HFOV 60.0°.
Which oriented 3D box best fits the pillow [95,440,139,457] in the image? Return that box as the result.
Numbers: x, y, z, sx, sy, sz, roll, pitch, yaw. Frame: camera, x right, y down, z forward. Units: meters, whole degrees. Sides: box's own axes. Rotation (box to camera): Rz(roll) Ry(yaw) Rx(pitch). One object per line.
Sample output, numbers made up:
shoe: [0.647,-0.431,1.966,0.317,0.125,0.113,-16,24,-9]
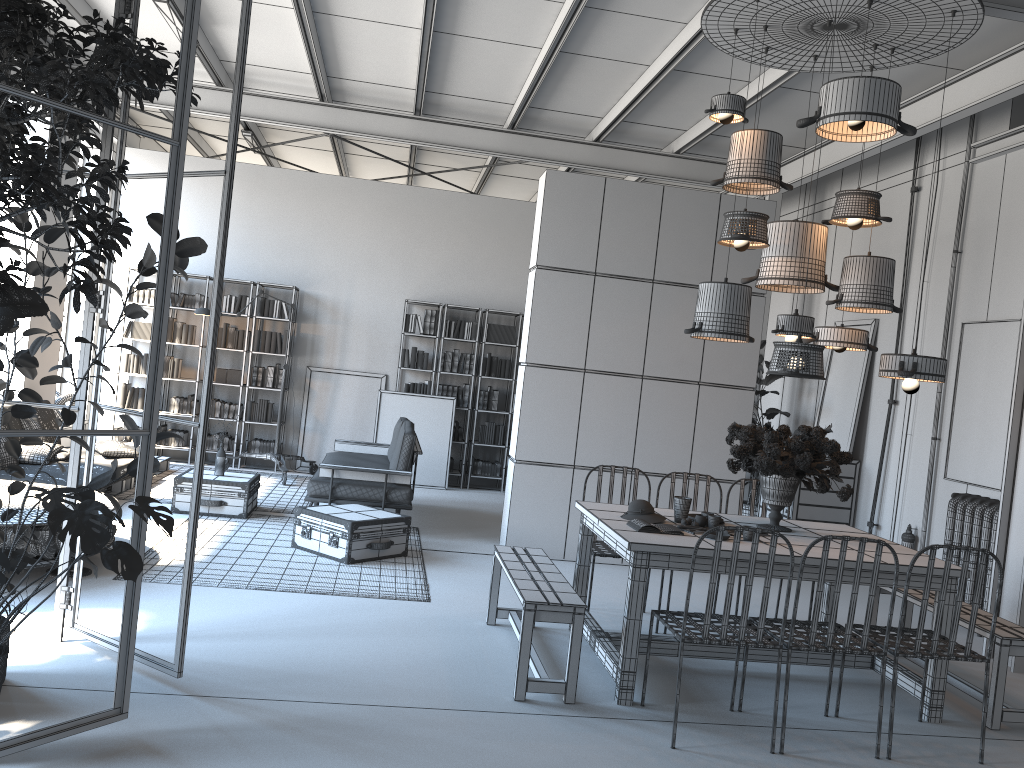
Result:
pillow: [-3.946,0.646,8.796,0.375,0.177,0.407,7,1,42]

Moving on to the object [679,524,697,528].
object: [1.019,0.778,4.766,0.249,0.015,0.024,6,1,12]

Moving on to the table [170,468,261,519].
table: [-2.659,0.987,7.981,0.667,0.330,0.706,6,1,-8]

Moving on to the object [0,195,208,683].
object: [-2.124,0.181,3.852,1.253,2.183,1.309,6,1,3]

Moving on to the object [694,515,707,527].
object: [1.035,0.753,4.867,0.065,0.064,0.065,6,1,-23]

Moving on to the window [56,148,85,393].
window: [-4.966,-0.965,6.409,0.070,3.834,9.755,6,1,-8]

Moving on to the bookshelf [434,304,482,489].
bookshelf: [-0.754,0.157,11.230,0.455,2.276,0.455,6,1,-8]

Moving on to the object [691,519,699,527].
object: [0.994,0.757,4.814,0.043,0.050,0.044,6,1,10]

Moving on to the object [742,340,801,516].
object: [2.645,0.593,9.841,1.270,2.157,0.868,6,1,-7]

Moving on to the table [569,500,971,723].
table: [1.307,1.235,4.964,1.784,0.819,1.239,6,1,-8]

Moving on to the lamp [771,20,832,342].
lamp: [1.668,-1.113,4.944,0.202,1.831,0.253,7,1,30]

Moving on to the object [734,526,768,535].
object: [1.325,0.819,4.987,0.179,0.016,0.182,6,1,-3]

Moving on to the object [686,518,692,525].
object: [0.966,0.757,4.864,0.045,0.045,0.051,6,1,-30]

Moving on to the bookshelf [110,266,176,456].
bookshelf: [-4.471,-0.240,10.745,0.455,2.276,0.455,6,1,-8]

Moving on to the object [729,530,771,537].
object: [1.306,0.820,4.904,0.185,0.014,0.182,6,1,-24]

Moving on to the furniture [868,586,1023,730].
furniture: [2.504,1.508,5.110,0.300,0.478,1.260,6,1,-8]

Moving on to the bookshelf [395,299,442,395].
bookshelf: [-1.239,0.105,11.180,0.455,2.276,0.455,6,1,-8]

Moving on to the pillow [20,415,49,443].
pillow: [-4.525,0.478,8.419,0.190,0.357,0.422,6,1,-8]

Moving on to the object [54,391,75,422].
object: [-5.560,0.290,10.715,0.413,0.401,0.920,6,1,-8]

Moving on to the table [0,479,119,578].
table: [-3.443,0.901,5.624,1.709,0.387,1.708,6,1,-17]

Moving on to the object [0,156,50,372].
object: [-2.227,0.171,3.205,1.270,2.157,0.868,7,1,23]

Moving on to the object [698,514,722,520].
object: [1.144,0.780,5.135,0.135,0.029,0.135,6,1,-15]

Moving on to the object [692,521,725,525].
object: [1.112,0.794,5.133,0.236,0.015,0.236,6,1,-35]

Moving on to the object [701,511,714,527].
object: [1.083,0.751,4.922,0.071,0.076,0.071,6,1,-11]

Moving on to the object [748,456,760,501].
object: [2.907,1.217,11.165,0.328,1.007,0.733,6,1,-8]

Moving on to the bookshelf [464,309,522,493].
bookshelf: [-0.249,0.211,11.307,0.455,2.276,0.455,6,1,-8]

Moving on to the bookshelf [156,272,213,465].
bookshelf: [-3.984,-0.187,10.777,0.455,2.276,0.455,6,1,-8]

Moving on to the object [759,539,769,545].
object: [1.302,0.824,4.647,0.021,0.014,0.174,6,1,-13]

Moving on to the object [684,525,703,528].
object: [1.010,0.774,4.776,0.174,0.019,0.021,6,1,-11]

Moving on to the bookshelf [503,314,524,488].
bookshelf: [0.238,0.263,11.369,0.455,2.276,0.455,6,1,-8]

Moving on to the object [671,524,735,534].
object: [1.040,0.792,4.831,0.335,0.012,0.213,6,1,-31]

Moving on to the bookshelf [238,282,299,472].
bookshelf: [-2.991,-0.082,10.919,0.455,2.276,0.455,6,1,-8]

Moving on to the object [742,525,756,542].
object: [1.239,0.785,4.642,0.071,0.076,0.071,7,1,39]

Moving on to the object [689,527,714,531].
object: [1.013,0.772,4.721,0.173,0.026,0.021,6,1,-24]

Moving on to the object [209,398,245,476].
object: [-2.595,0.479,7.985,0.443,0.709,0.194,7,1,32]

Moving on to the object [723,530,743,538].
object: [1.173,0.796,4.710,0.121,0.037,0.054,6,1,-29]

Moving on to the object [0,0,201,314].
object: [-2.516,-0.848,3.401,2.243,4.154,2.486,6,1,-36]

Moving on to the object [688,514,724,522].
object: [1.118,0.783,5.140,0.211,0.024,0.211,7,1,35]

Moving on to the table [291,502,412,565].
table: [-1.234,1.160,6.900,0.706,0.330,0.667,7,1,37]

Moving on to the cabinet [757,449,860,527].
cabinet: [3.032,1.225,9.185,0.668,1.026,0.796,6,1,-8]

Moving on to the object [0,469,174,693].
object: [-1.812,0.820,3.147,1.125,1.001,0.920,6,1,-11]

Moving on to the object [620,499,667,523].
object: [0.734,0.755,4.973,0.260,0.211,0.236,6,1,10]

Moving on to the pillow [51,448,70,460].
pillow: [-4.222,0.646,8.085,0.453,0.157,0.488,6,1,-8]

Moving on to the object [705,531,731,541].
object: [1.064,0.789,4.601,0.133,0.029,0.133,7,1,39]

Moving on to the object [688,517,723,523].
object: [1.118,0.789,5.140,0.211,0.024,0.211,6,1,11]

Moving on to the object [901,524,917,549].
object: [3.488,1.558,7.816,0.206,0.647,0.173,7,1,27]

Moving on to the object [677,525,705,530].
object: [1.008,0.775,4.744,0.249,0.017,0.024,6,1,2]

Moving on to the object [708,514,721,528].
object: [1.099,0.755,4.828,0.071,0.076,0.071,7,1,17]

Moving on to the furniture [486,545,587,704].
furniture: [0.097,1.251,4.797,0.300,0.478,1.260,6,1,-8]

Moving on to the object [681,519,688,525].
object: [0.940,0.755,4.822,0.043,0.043,0.044,6,1,-36]

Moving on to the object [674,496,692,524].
object: [0.957,0.713,5.005,0.102,0.146,0.102,5,1,-43]

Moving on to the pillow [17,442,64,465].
pillow: [-4.235,0.610,7.833,0.406,0.190,0.359,6,1,-8]

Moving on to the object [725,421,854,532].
object: [1.558,0.518,5.190,0.697,0.654,0.782,6,1,-6]

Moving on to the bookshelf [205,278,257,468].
bookshelf: [-3.489,-0.135,10.883,0.455,2.276,0.455,6,1,-8]

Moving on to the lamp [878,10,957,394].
lamp: [2.206,-0.952,4.660,0.323,2.026,0.404,6,1,-5]

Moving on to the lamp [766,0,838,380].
lamp: [1.553,-1.032,4.518,0.301,2.004,0.359,6,1,-10]

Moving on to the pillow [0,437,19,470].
pillow: [-4.312,0.528,7.427,0.252,0.404,0.512,6,1,-11]
